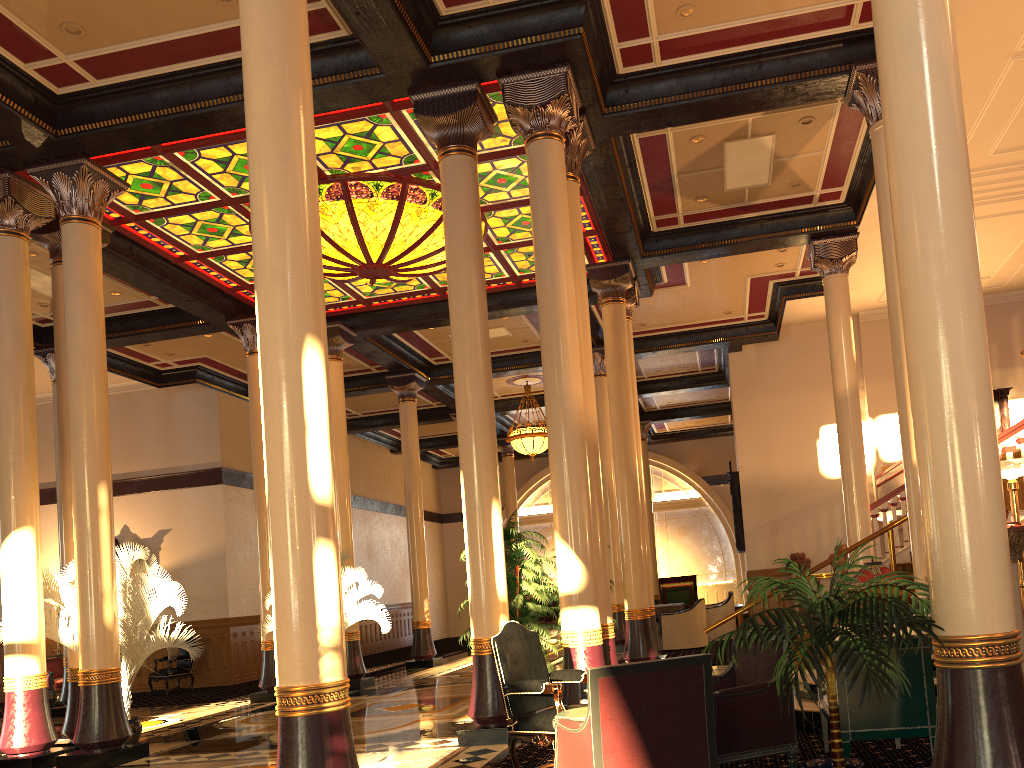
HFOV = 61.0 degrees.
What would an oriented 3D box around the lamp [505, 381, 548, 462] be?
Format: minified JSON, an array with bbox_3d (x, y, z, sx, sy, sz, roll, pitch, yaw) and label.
[{"bbox_3d":[0.416,0.880,20.099,1.181,1.886,1.216,-6,-6,6],"label":"lamp"}]

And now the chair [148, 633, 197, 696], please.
[{"bbox_3d":[-6.462,5.333,16.550,0.720,1.087,0.774,-10,-8,36],"label":"chair"}]

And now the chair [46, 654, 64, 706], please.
[{"bbox_3d":[-8.445,5.535,16.280,0.628,0.910,0.711,-9,-8,31],"label":"chair"}]

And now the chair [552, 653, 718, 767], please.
[{"bbox_3d":[0.603,1.832,4.352,0.697,0.910,0.641,-3,-7,-19],"label":"chair"}]

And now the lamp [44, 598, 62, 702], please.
[{"bbox_3d":[-8.854,5.199,17.005,0.597,1.991,0.569,-3,-5,-28],"label":"lamp"}]

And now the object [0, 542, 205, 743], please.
[{"bbox_3d":[-4.111,2.827,9.493,2.053,2.233,1.843,-5,-7,-1],"label":"object"}]

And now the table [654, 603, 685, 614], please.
[{"bbox_3d":[2.958,4.915,17.721,1.093,0.762,1.688,-7,-12,12],"label":"table"}]

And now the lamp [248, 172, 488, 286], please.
[{"bbox_3d":[-1.789,-1.724,11.213,2.964,0.594,3.094,-7,-13,9],"label":"lamp"}]

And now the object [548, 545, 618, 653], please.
[{"bbox_3d":[1.016,3.183,12.625,1.035,2.128,1.094,-5,-5,0],"label":"object"}]

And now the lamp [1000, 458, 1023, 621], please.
[{"bbox_3d":[4.211,1.641,7.162,0.567,1.991,0.600,-7,-5,29],"label":"lamp"}]

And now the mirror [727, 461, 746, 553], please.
[{"bbox_3d":[4.832,2.650,18.817,0.252,1.963,1.830,-6,-8,13],"label":"mirror"}]

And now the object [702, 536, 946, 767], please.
[{"bbox_3d":[1.530,1.444,4.168,1.105,1.420,1.030,-11,-9,40],"label":"object"}]

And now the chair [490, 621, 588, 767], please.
[{"bbox_3d":[0.300,2.188,6.079,0.727,1.087,0.767,-8,-7,26],"label":"chair"}]

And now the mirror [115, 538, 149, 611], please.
[{"bbox_3d":[-7.993,3.880,17.583,1.369,1.538,0.204,-6,-4,10],"label":"mirror"}]

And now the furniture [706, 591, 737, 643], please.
[{"bbox_3d":[4.237,4.823,18.081,0.798,0.930,2.238,-7,-12,12],"label":"furniture"}]

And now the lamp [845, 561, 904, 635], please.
[{"bbox_3d":[2.149,1.261,5.132,0.316,0.415,0.327,-6,-7,8],"label":"lamp"}]

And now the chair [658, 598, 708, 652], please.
[{"bbox_3d":[3.235,4.466,16.172,0.753,0.902,0.994,-10,-10,31],"label":"chair"}]

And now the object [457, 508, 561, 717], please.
[{"bbox_3d":[0.030,2.280,8.557,1.112,2.128,1.018,-2,-6,-30],"label":"object"}]

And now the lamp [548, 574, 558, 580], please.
[{"bbox_3d":[1.247,6.173,27.281,0.437,0.438,0.416,1,-10,-33],"label":"lamp"}]

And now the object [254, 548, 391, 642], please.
[{"bbox_3d":[-2.736,3.684,13.568,1.797,2.247,2.138,-7,-8,14],"label":"object"}]

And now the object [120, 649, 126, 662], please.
[{"bbox_3d":[-7.850,4.997,16.830,1.112,2.128,1.018,-2,-6,-30],"label":"object"}]

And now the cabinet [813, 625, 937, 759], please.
[{"bbox_3d":[2.239,1.973,5.432,0.543,0.853,1.297,-6,-10,12],"label":"cabinet"}]

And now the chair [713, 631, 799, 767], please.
[{"bbox_3d":[1.290,1.997,5.288,0.657,0.910,0.681,-3,-7,-19],"label":"chair"}]

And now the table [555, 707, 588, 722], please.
[{"bbox_3d":[0.511,2.214,5.140,0.498,0.550,0.471,1,-10,-38],"label":"table"}]

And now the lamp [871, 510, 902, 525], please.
[{"bbox_3d":[5.621,2.894,12.848,0.585,1.991,0.582,-4,-4,-7],"label":"lamp"}]
